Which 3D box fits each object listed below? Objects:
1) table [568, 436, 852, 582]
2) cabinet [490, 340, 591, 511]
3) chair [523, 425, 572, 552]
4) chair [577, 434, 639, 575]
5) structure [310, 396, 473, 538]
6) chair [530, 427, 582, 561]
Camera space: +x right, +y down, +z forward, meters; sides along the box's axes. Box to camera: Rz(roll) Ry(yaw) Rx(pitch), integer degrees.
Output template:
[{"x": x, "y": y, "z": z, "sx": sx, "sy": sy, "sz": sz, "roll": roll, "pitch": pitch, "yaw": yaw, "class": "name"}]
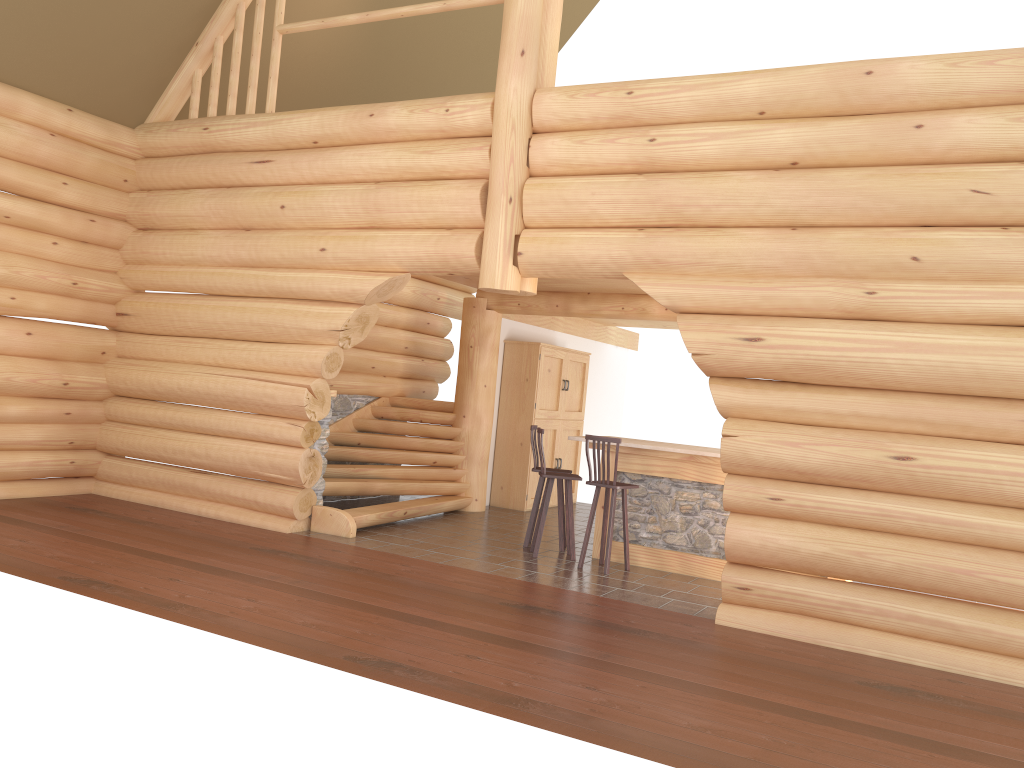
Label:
[{"x": 2.227, "y": 1.335, "z": 9.206, "sx": 3.220, "sy": 1.257, "sz": 1.196, "roll": 5, "pitch": -1, "yaw": 28, "class": "table"}, {"x": 0.480, "y": 0.635, "z": 13.504, "sx": 0.670, "sy": 2.403, "sz": 1.847, "roll": 5, "pitch": -1, "yaw": 28, "class": "cabinet"}, {"x": 0.399, "y": 1.138, "z": 9.799, "sx": 0.504, "sy": 1.319, "sz": 0.406, "roll": 5, "pitch": -1, "yaw": 8, "class": "chair"}, {"x": 0.959, "y": 1.182, "z": 8.815, "sx": 0.406, "sy": 1.319, "sz": 0.504, "roll": 5, "pitch": -1, "yaw": 38, "class": "chair"}, {"x": -1.829, "y": 0.787, "z": 11.250, "sx": 1.951, "sy": 1.643, "sz": 3.604, "roll": 5, "pitch": -1, "yaw": 22, "class": "structure"}, {"x": 0.458, "y": 1.139, "z": 9.280, "sx": 0.504, "sy": 1.319, "sz": 0.406, "roll": 5, "pitch": -1, "yaw": -4, "class": "chair"}]
